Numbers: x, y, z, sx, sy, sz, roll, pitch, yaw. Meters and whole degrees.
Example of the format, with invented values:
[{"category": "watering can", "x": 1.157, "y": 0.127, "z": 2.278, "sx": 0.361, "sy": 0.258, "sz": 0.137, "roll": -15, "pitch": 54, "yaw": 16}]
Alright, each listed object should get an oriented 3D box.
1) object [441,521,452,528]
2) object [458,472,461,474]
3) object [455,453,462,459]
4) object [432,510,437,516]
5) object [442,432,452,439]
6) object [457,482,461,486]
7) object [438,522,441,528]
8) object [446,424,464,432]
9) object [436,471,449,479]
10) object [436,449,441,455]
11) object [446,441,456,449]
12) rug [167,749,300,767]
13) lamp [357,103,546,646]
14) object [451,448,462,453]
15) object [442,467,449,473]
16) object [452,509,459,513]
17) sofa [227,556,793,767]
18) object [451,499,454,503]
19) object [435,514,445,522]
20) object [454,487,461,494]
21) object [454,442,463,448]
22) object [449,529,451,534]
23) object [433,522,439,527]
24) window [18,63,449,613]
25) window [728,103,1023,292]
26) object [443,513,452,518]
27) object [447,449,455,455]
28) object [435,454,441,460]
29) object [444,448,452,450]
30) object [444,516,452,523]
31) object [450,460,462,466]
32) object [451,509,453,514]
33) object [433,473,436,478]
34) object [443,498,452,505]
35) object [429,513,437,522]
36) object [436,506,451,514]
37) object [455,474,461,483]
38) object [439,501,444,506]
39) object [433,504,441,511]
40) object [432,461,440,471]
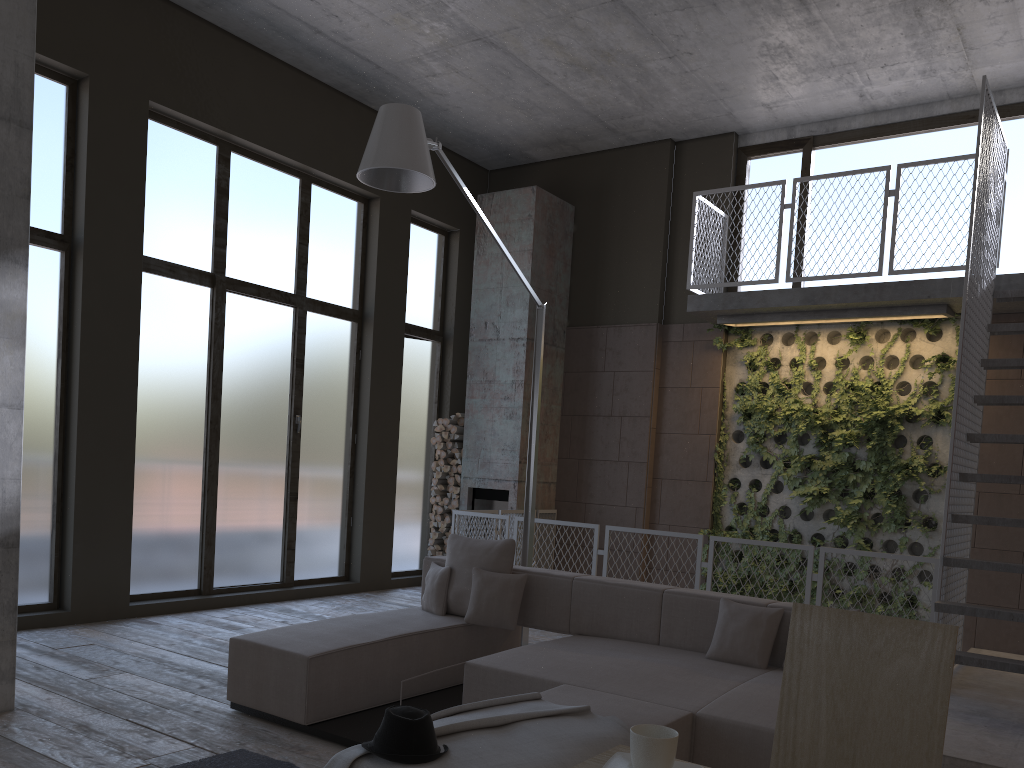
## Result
[{"category": "object", "x": -0.669, "y": 1.677, "z": 10.478, "sx": 0.093, "sy": 0.084, "sz": 0.482, "roll": 2, "pitch": -5, "yaw": 34}, {"category": "object", "x": -0.502, "y": 1.012, "z": 10.328, "sx": 0.100, "sy": 0.103, "sz": 0.294, "roll": 3, "pitch": -4, "yaw": 36}, {"category": "object", "x": -0.527, "y": 0.864, "z": 10.368, "sx": 0.066, "sy": 0.085, "sz": 0.427, "roll": 3, "pitch": -4, "yaw": 33}, {"category": "object", "x": -0.857, "y": 1.535, "z": 10.478, "sx": 0.045, "sy": 0.073, "sz": 0.252, "roll": 4, "pitch": -4, "yaw": 34}, {"category": "object", "x": -0.644, "y": 0.623, "z": 10.414, "sx": 0.093, "sy": 0.083, "sz": 0.482, "roll": 2, "pitch": -5, "yaw": 34}, {"category": "object", "x": -0.512, "y": 1.181, "z": 10.406, "sx": 0.101, "sy": 0.087, "sz": 0.365, "roll": 2, "pitch": -5, "yaw": 34}, {"category": "object", "x": -0.730, "y": 1.687, "z": 10.523, "sx": 0.067, "sy": 0.067, "sz": 0.425, "roll": 3, "pitch": -5, "yaw": 34}, {"category": "object", "x": -0.628, "y": 0.532, "z": 10.359, "sx": 0.103, "sy": 0.084, "sz": 0.365, "roll": 2, "pitch": -5, "yaw": 34}, {"category": "object", "x": -0.725, "y": 1.092, "z": 10.459, "sx": 0.093, "sy": 0.084, "sz": 0.482, "roll": 2, "pitch": -5, "yaw": 34}, {"category": "object", "x": -0.781, "y": 0.837, "z": 10.520, "sx": 0.100, "sy": 0.103, "sz": 0.294, "roll": 3, "pitch": -4, "yaw": 36}, {"category": "object", "x": -0.610, "y": 0.741, "z": 10.408, "sx": 0.090, "sy": 0.089, "sz": 0.458, "roll": 3, "pitch": -5, "yaw": 33}, {"category": "rug", "x": -1.670, "y": 1.605, "z": 2.743, "sx": 1.158, "sy": 0.049, "sz": 2.935, "roll": 0, "pitch": -7, "yaw": 35}, {"category": "lamp", "x": -0.175, "y": 0.307, "z": 5.979, "sx": 0.753, "sy": 3.434, "sz": 2.634, "roll": 5, "pitch": 0, "yaw": 23}, {"category": "object", "x": -0.559, "y": 0.797, "z": 10.375, "sx": 0.121, "sy": 0.068, "sz": 0.365, "roll": 1, "pitch": -6, "yaw": 36}, {"category": "object", "x": -0.652, "y": 1.022, "z": 10.437, "sx": 0.114, "sy": 0.079, "sz": 0.437, "roll": 2, "pitch": -5, "yaw": 34}, {"category": "object", "x": -0.568, "y": 1.523, "z": 10.403, "sx": 0.066, "sy": 0.085, "sz": 0.427, "roll": 3, "pitch": -4, "yaw": 33}, {"category": "sofa", "x": -0.106, "y": 1.473, "z": 4.449, "sx": 2.987, "sy": 0.786, "sz": 3.029, "roll": 0, "pitch": -6, "yaw": 35}, {"category": "object", "x": -0.576, "y": 1.392, "z": 10.427, "sx": 0.067, "sy": 0.071, "sz": 0.425, "roll": 3, "pitch": -5, "yaw": 34}, {"category": "object", "x": -0.752, "y": 1.608, "z": 10.545, "sx": 0.092, "sy": 0.093, "sz": 0.440, "roll": 3, "pitch": -5, "yaw": 34}, {"category": "object", "x": -0.509, "y": 1.262, "z": 10.362, "sx": 0.093, "sy": 0.084, "sz": 0.482, "roll": 2, "pitch": -5, "yaw": 34}, {"category": "object", "x": -0.536, "y": 0.734, "z": 10.392, "sx": 0.067, "sy": 0.071, "sz": 0.425, "roll": 3, "pitch": -5, "yaw": 34}, {"category": "object", "x": -0.576, "y": 1.753, "z": 10.437, "sx": 0.090, "sy": 0.089, "sz": 0.458, "roll": 3, "pitch": -5, "yaw": 34}, {"category": "object", "x": -0.796, "y": 1.686, "z": 10.569, "sx": 0.067, "sy": 0.067, "sz": 0.425, "roll": 3, "pitch": -5, "yaw": 34}, {"category": "window", "x": -3.482, "y": -0.277, "z": 6.908, "sx": 0.208, "sy": 4.173, "sz": 9.259, "roll": 6, "pitch": -2, "yaw": 34}, {"category": "window", "x": 3.833, "y": -1.626, "z": 8.369, "sx": 3.553, "sy": 1.754, "sz": 0.110, "roll": 1, "pitch": 1, "yaw": 35}, {"category": "object", "x": -0.673, "y": 1.595, "z": 10.521, "sx": 0.101, "sy": 0.087, "sz": 0.365, "roll": 2, "pitch": -5, "yaw": 34}, {"category": "object", "x": -0.641, "y": 0.811, "z": 10.437, "sx": 0.064, "sy": 0.074, "sz": 0.361, "roll": 3, "pitch": -5, "yaw": 33}, {"category": "object", "x": -0.817, "y": 0.876, "z": 10.443, "sx": 0.045, "sy": 0.073, "sz": 0.252, "roll": 4, "pitch": -4, "yaw": 34}, {"category": "object", "x": -0.703, "y": 0.769, "z": 10.448, "sx": 0.088, "sy": 0.057, "sz": 0.334, "roll": 2, "pitch": -6, "yaw": 34}, {"category": "object", "x": -0.622, "y": 1.609, "z": 10.421, "sx": 0.090, "sy": 0.089, "sz": 0.458, "roll": 3, "pitch": -5, "yaw": 36}, {"category": "object", "x": -0.556, "y": 0.947, "z": 10.420, "sx": 0.114, "sy": 0.079, "sz": 0.437, "roll": 2, "pitch": -5, "yaw": 34}, {"category": "object", "x": -0.602, "y": 1.541, "z": 10.513, "sx": 0.103, "sy": 0.102, "sz": 0.293, "roll": 3, "pitch": -4, "yaw": 34}, {"category": "object", "x": -0.786, "y": 1.103, "z": 10.504, "sx": 0.067, "sy": 0.067, "sz": 0.425, "roll": 3, "pitch": -5, "yaw": 34}, {"category": "object", "x": -0.651, "y": 1.399, "z": 10.443, "sx": 0.090, "sy": 0.089, "sz": 0.458, "roll": 3, "pitch": -5, "yaw": 33}, {"category": "object", "x": -0.851, "y": 1.609, "z": 10.562, "sx": 0.088, "sy": 0.108, "sz": 0.367, "roll": 3, "pitch": -4, "yaw": 34}, {"category": "object", "x": -0.770, "y": 1.500, "z": 10.465, "sx": 0.098, "sy": 0.107, "sz": 0.296, "roll": 3, "pitch": -4, "yaw": 36}, {"category": "object", "x": -0.531, "y": 1.126, "z": 10.334, "sx": 0.088, "sy": 0.108, "sz": 0.367, "roll": 3, "pitch": -4, "yaw": 34}, {"category": "object", "x": -0.743, "y": 1.428, "z": 10.483, "sx": 0.088, "sy": 0.057, "sz": 0.334, "roll": 2, "pitch": -6, "yaw": 34}, {"category": "object", "x": -0.821, "y": 1.496, "z": 10.555, "sx": 0.100, "sy": 0.103, "sz": 0.294, "roll": 3, "pitch": -4, "yaw": 36}, {"category": "object", "x": -0.828, "y": 0.995, "z": 10.539, "sx": 0.063, "sy": 0.125, "sz": 0.366, "roll": 4, "pitch": -3, "yaw": 34}]
